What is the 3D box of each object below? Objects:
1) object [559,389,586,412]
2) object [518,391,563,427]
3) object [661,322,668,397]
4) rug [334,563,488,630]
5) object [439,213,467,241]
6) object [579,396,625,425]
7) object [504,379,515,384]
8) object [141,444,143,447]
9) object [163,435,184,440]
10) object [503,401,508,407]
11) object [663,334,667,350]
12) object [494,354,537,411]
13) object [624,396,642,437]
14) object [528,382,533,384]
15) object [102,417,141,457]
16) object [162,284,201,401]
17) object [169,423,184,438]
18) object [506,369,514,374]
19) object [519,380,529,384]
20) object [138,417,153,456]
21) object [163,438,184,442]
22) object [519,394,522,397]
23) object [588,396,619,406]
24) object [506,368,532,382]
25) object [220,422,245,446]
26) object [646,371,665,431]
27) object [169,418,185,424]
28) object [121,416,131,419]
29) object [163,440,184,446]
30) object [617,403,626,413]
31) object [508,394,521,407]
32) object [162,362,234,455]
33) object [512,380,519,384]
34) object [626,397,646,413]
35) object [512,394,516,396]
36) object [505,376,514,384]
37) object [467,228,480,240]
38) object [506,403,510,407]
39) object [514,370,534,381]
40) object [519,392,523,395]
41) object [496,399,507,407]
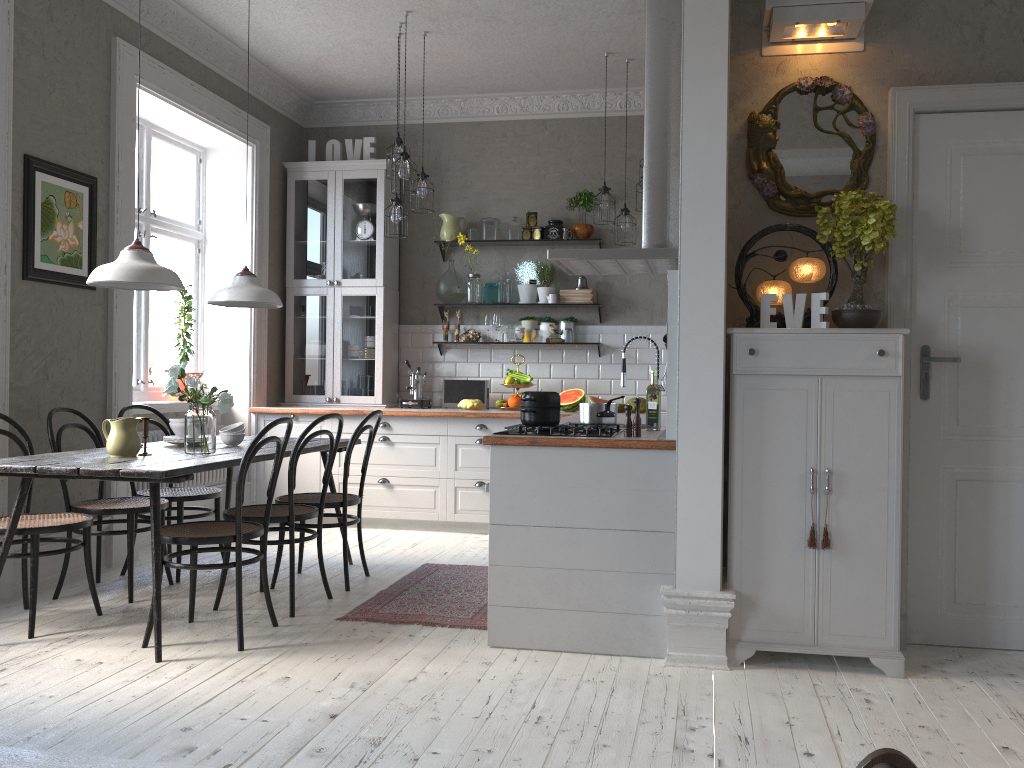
[{"bbox_3d":[0.420,0.121,6.461,0.231,0.174,0.222,1,0,33],"label":"object"},{"bbox_3d":[0.122,0.105,3.781,0.191,0.147,0.191,1,0,-9],"label":"object"},{"bbox_3d":[0.928,-0.144,5.332,0.080,0.443,0.332,1,0,13],"label":"object"},{"bbox_3d":[-0.296,1.052,4.501,0.730,0.014,1.299,1,0,12],"label":"rug"},{"bbox_3d":[-0.468,-1.217,6.938,0.188,0.216,0.176,1,0,25],"label":"object"},{"bbox_3d":[0.434,0.117,3.959,0.178,0.134,0.297,1,0,-44],"label":"object"},{"bbox_3d":[-0.016,-0.009,6.719,0.096,0.078,0.101,1,0,-2],"label":"object"},{"bbox_3d":[-1.863,0.252,4.301,0.140,0.112,0.139,1,0,-6],"label":"object"},{"bbox_3d":[-1.642,0.280,4.494,0.233,0.027,0.242,1,0,34],"label":"object"},{"bbox_3d":[-0.032,0.153,6.700,0.083,0.057,0.090,1,0,43],"label":"object"},{"bbox_3d":[1.033,-0.278,5.691,0.106,0.161,0.139,1,0,28],"label":"object"},{"bbox_3d":[0.045,-0.011,6.703,0.353,0.425,0.351,1,0,-4],"label":"object"},{"bbox_3d":[0.496,0.133,3.630,0.072,0.167,0.036,1,0,11],"label":"object"},{"bbox_3d":[0.134,-0.001,6.697,0.051,0.050,0.050,1,0,21],"label":"object"},{"bbox_3d":[-1.686,0.227,3.829,0.152,0.170,0.133,1,0,-28],"label":"object"},{"bbox_3d":[-2.282,-0.289,6.145,0.254,0.813,0.265,1,0,39],"label":"object"},{"bbox_3d":[-1.642,0.244,4.494,0.179,0.094,0.180,1,0,2],"label":"object"},{"bbox_3d":[-0.010,-0.089,6.690,0.073,0.058,0.050,1,0,-12],"label":"object"},{"bbox_3d":[0.087,0.001,6.674,0.076,0.062,0.099,1,0,-15],"label":"object"},{"bbox_3d":[-1.615,0.230,3.901,0.058,0.167,0.060,1,0,25],"label":"object"},{"bbox_3d":[-1.642,0.288,4.494,0.241,0.027,0.234,1,0,-21],"label":"object"},{"bbox_3d":[0.083,0.117,6.646,0.087,0.078,0.089,1,0,38],"label":"object"},{"bbox_3d":[0.661,0.148,6.366,0.225,0.127,0.148,1,0,-6],"label":"object"},{"bbox_3d":[0.054,-0.067,6.675,0.208,0.101,0.068,1,0,17],"label":"object"},{"bbox_3d":[-1.421,0.254,4.498,0.122,0.119,0.130,1,0,27],"label":"object"},{"bbox_3d":[0.673,0.078,4.141,0.089,0.282,0.082,1,0,12],"label":"object"},{"bbox_3d":[-1.642,0.224,4.494,0.179,0.094,0.180,1,0,2],"label":"object"},{"bbox_3d":[-1.727,0.225,3.958,0.061,0.172,0.063,1,0,33],"label":"object"},{"bbox_3d":[-1.642,0.297,4.495,0.233,0.027,0.242,1,0,29],"label":"object"},{"bbox_3d":[0.795,0.176,6.521,0.203,0.073,0.118,1,0,-26],"label":"object"},{"bbox_3d":[0.027,0.128,6.579,0.114,0.110,0.110,1,0,-21],"label":"object"},{"bbox_3d":[-1.407,0.108,3.988,0.310,0.414,0.253,1,0,9],"label":"object"},{"bbox_3d":[0.026,-0.001,6.650,0.063,0.061,0.067,1,0,11],"label":"object"},{"bbox_3d":[0.918,0.155,6.448,0.207,0.119,0.130,1,0,-26],"label":"object"},{"bbox_3d":[0.047,0.117,6.777,0.077,0.076,0.157,1,0,38],"label":"object"},{"bbox_3d":[-0.018,-0.025,6.643,0.058,0.069,0.080,1,0,31],"label":"object"},{"bbox_3d":[-0.300,-1.161,6.967,0.102,0.111,0.104,1,0,11],"label":"object"},{"bbox_3d":[-0.014,0.162,6.712,0.070,0.076,0.228,1,0,-6],"label":"object"},{"bbox_3d":[0.096,-0.056,6.737,0.177,0.096,0.090,1,0,31],"label":"object"},{"bbox_3d":[0.076,0.106,6.764,0.085,0.093,0.087,1,0,7],"label":"object"},{"bbox_3d":[-0.063,0.149,6.742,0.075,0.072,0.155,1,0,41],"label":"object"}]
